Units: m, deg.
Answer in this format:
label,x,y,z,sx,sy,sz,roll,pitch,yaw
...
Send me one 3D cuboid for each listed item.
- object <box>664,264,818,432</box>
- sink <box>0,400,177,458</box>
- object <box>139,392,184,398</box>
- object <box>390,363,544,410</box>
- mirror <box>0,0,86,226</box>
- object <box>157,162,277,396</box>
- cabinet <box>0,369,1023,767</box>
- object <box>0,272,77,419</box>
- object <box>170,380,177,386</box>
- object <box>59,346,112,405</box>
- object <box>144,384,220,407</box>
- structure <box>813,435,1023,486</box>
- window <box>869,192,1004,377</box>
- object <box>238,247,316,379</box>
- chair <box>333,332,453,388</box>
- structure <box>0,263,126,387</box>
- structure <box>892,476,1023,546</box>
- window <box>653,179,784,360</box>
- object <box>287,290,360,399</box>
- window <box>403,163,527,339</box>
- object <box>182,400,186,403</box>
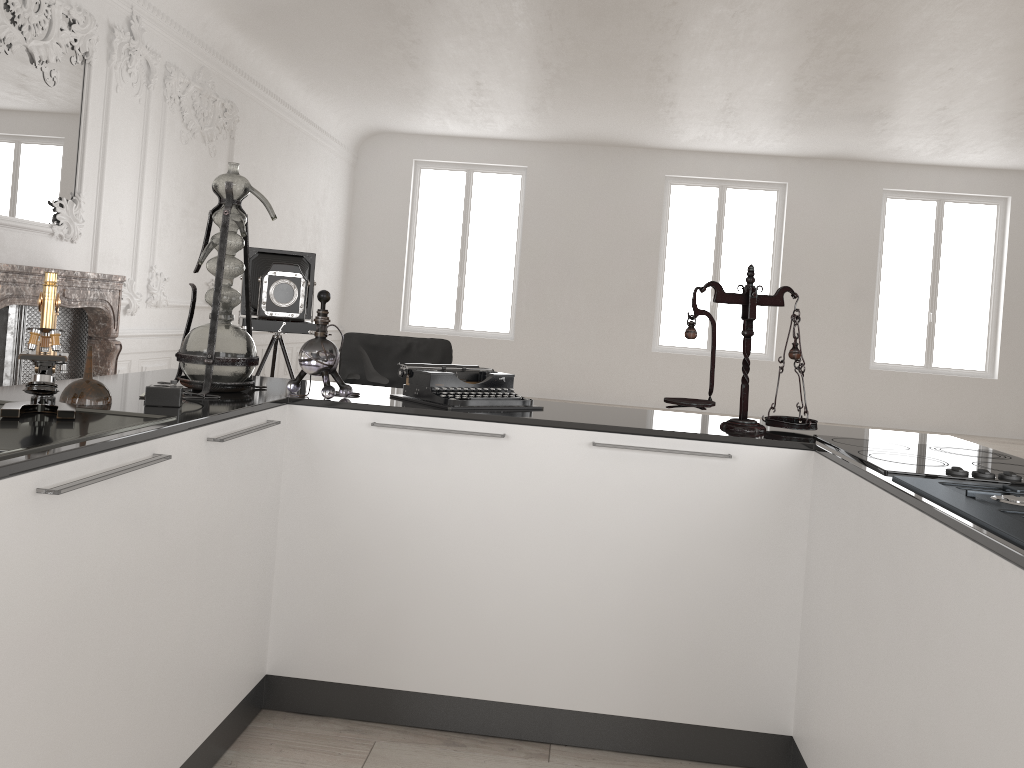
label,x,y,z,sx,sy,sz,roll,pitch,yaw
object,0.695,-0.107,2.593,0.512,0.490,0.168,4,0,-22
sink,-1.020,0.158,1.349,0.485,0.140,1.167,5,4,5
object,-0.906,0.028,2.293,0.093,0.004,0.141,3,4,-15
object,-0.142,0.003,2.724,0.382,0.110,0.318,1,5,-40
mirror,-3.182,-1.791,5.707,0.009,1.570,1.436,4,2,5
object,-0.798,-0.308,2.556,0.293,0.650,0.319,4,1,-42
cabinet,-0.007,0.582,1.779,2.707,0.881,2.466,5,4,5
object,-0.961,-0.085,1.823,0.131,0.291,0.170,4,1,-25
object,-0.824,0.019,2.150,0.017,0.056,0.017,4,0,-15
object,-0.983,-0.023,2.050,0.111,0.132,0.111,5,2,11
object,-0.825,0.016,2.261,0.123,0.045,0.377,4,4,-6
structure,1.086,0.183,2.200,0.506,0.021,0.629,5,4,5
window,6.167,-1.451,12.842,1.726,2.580,0.070,5,0,5
object,-1.699,-0.208,6.332,0.710,1.522,0.656,4,0,-20
chair,-0.815,0.154,6.141,0.972,0.962,1.090,4,2,-10
structure,-3.147,-0.118,5.546,0.660,1.246,1.547,5,2,5
structure,1.013,0.241,1.408,0.521,0.014,0.844,5,4,5
window,3.060,-1.715,13.123,1.726,2.580,0.070,5,0,5
object,-0.557,-0.122,2.616,0.204,0.312,0.222,5,1,3
window,-0.723,-2.036,13.464,1.726,2.580,0.070,5,0,5
object,-0.824,0.043,2.197,0.020,0.001,0.060,3,4,-15
